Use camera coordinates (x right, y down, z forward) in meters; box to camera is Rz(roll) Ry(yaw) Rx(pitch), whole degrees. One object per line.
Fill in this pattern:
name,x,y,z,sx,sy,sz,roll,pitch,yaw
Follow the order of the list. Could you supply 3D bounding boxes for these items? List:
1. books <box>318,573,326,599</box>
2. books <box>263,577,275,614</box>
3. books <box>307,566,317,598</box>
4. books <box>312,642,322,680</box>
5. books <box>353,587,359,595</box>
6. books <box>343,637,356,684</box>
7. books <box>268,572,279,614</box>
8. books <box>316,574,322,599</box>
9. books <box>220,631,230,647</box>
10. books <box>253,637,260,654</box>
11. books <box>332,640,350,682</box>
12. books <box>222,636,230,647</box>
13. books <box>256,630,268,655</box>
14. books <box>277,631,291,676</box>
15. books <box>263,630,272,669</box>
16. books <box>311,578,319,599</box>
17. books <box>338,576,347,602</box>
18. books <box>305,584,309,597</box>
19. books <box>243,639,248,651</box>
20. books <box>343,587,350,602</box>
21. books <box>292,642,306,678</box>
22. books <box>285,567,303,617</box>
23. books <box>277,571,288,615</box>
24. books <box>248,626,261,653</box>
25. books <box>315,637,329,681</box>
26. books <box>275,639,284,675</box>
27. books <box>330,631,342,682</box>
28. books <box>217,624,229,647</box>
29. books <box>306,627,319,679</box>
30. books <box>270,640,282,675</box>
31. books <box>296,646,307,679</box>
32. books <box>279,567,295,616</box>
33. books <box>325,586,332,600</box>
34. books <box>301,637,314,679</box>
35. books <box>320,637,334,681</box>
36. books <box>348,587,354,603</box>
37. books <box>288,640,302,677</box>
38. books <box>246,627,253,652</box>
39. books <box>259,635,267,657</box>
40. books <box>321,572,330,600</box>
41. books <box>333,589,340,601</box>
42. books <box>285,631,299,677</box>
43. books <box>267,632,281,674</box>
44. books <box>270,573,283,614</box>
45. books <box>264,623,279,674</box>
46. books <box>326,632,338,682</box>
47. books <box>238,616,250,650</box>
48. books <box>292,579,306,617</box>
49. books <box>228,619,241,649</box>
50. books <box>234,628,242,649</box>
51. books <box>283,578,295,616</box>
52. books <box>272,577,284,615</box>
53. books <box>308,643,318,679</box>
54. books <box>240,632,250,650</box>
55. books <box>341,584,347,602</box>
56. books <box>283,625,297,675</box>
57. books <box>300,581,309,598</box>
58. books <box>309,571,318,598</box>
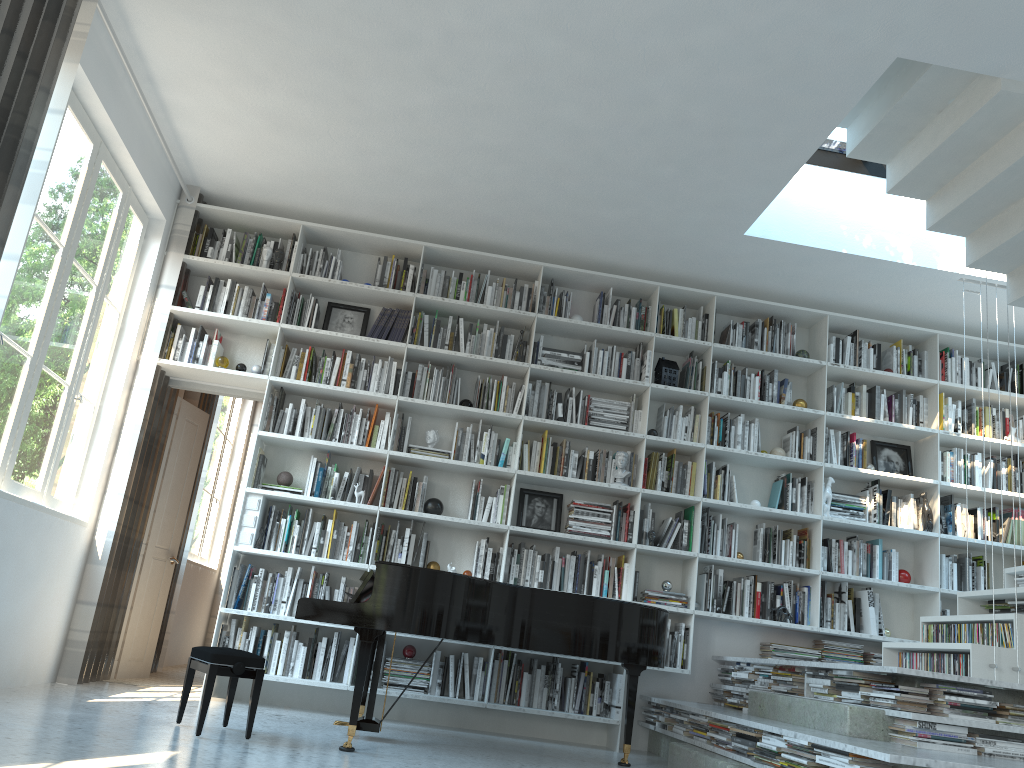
books,-1.215,1.355,5.639,0.022,0.290,0.138,9,-16,-5
books,-1.518,1.334,5.586,0.028,0.222,0.189,9,-16,-5
books,-1.281,1.323,5.621,0.014,0.324,0.171,9,-16,-5
books,-1.211,1.727,5.536,0.022,0.224,0.141,9,-16,-5
books,-1.009,1.417,5.658,0.026,0.235,0.141,9,-16,-5
books,-1.022,1.736,5.571,0.027,0.275,0.144,9,-16,-5
books,-1.496,1.322,5.595,0.013,0.256,0.190,9,-16,-5
books,-1.234,1.359,5.648,0.013,0.283,0.139,9,-16,-5
books,-1.789,1.641,5.493,0.023,0.215,0.159,9,-16,-5
books,-1.589,1.677,5.506,0.022,0.205,0.159,9,-16,-5
books,-1.069,1.737,5.563,0.065,0.255,0.156,9,-16,-5
books,-1.762,1.650,5.466,0.029,0.190,0.177,9,-16,-5
books,-1.565,1.659,5.518,0.022,0.251,0.140,9,-16,-5
books,-1.410,1.672,5.514,0.031,0.265,0.187,9,-16,-5
books,-1.519,1.663,5.518,0.027,0.256,0.160,9,-16,-5
books,-1.257,1.369,5.639,0.029,0.253,0.153,9,-16,-5
books,-1.093,1.378,5.656,0.025,0.287,0.131,9,-16,-5
books,-1.305,1.381,5.624,0.013,0.208,0.155,9,-16,-5
books,-1.647,1.677,5.495,0.022,0.185,0.146,9,-16,-5
books,-1.061,1.415,5.658,0.030,0.226,0.140,9,-16,-5
books,-1.325,1.714,5.513,0.028,0.205,0.171,9,-16,-5
books,-1.379,1.317,5.614,0.039,0.306,0.173,9,-16,-5
books,-1.448,1.330,5.628,0.013,0.273,0.146,9,-16,-5
books,-1.606,1.641,5.497,0.023,0.265,0.177,9,-16,-5
books,-1.184,1.715,5.539,0.027,0.255,0.179,9,-16,-5
books,-1.438,1.702,5.530,0.014,0.210,0.146,9,-16,-5
books,-1.101,1.702,5.544,0.012,0.302,0.166,9,-16,-5
books,-1.804,1.620,5.496,0.012,0.253,0.161,9,-16,-5
books,-1.248,1.683,5.556,0.013,0.309,0.131,9,-16,-5
books,-1.457,1.695,5.498,0.030,0.201,0.168,9,-16,-5
books,-1.296,1.726,5.506,0.031,0.187,0.190,9,-16,-5
books,-1.426,1.319,5.626,0.027,0.298,0.142,9,-16,-5
books,-1.167,1.398,5.630,0.059,0.215,0.178,9,-16,-5
books,-1.266,1.703,5.517,0.023,0.243,0.188,9,-16,-5
books,-1.154,1.723,5.565,0.040,0.263,0.138,9,-16,-5
books,-1.029,1.407,5.620,0.023,0.227,0.190,9,-16,-5
books,-1.349,1.705,5.513,0.021,0.217,0.191,9,-16,-5
books,-1.623,1.638,5.489,0.013,0.261,0.174,9,-16,-5
books,-1.544,1.675,5.505,0.022,0.220,0.163,9,-16,-5
books,-1.197,1.352,5.637,0.013,0.300,0.173,9,-16,-5
books,-1.127,1.416,5.650,0.030,0.202,0.142,9,-16,-5
books,-1.369,1.679,5.518,0.025,0.265,0.160,9,-16,-5
books,-1.483,1.676,5.525,0.022,0.245,0.135,9,-16,-5
books,-1.484,1.325,5.590,0.010,0.251,0.178,9,-16,-5
books,-1.494,1.642,5.511,0.013,0.299,0.184,9,-16,-5
books,-1.118,1.704,5.544,0.021,0.294,0.188,9,-16,-5
books,-1.676,1.607,5.509,0.011,0.317,0.158,9,-16,-5
books,-1.352,1.361,5.628,0.031,0.238,0.132,9,-16,-5
books,-1.728,1.610,5.497,0.044,0.293,0.182,9,-16,-5
books,-1.698,1.640,5.500,0.024,0.245,0.143,9,-16,-5
books,-1.412,1.354,5.621,0.012,0.232,0.149,9,-16,-5
books,-1.469,1.342,5.601,0.028,0.228,0.158,9,-16,-5
books,-1.236,1.731,5.544,0.024,0.213,0.137,9,-16,-5
books,-1.665,1.652,5.492,0.022,0.225,0.155,9,-16,-5
books,-1.076,1.396,5.625,0.011,0.239,0.175,9,-16,-5
books,-1.387,1.662,5.539,0.014,0.303,0.140,9,-16,-5
books,-1.324,1.371,5.624,0.028,0.224,0.134,9,-16,-5
books,-1.272,1.341,5.626,0.012,0.294,0.177,9,-16,-5
